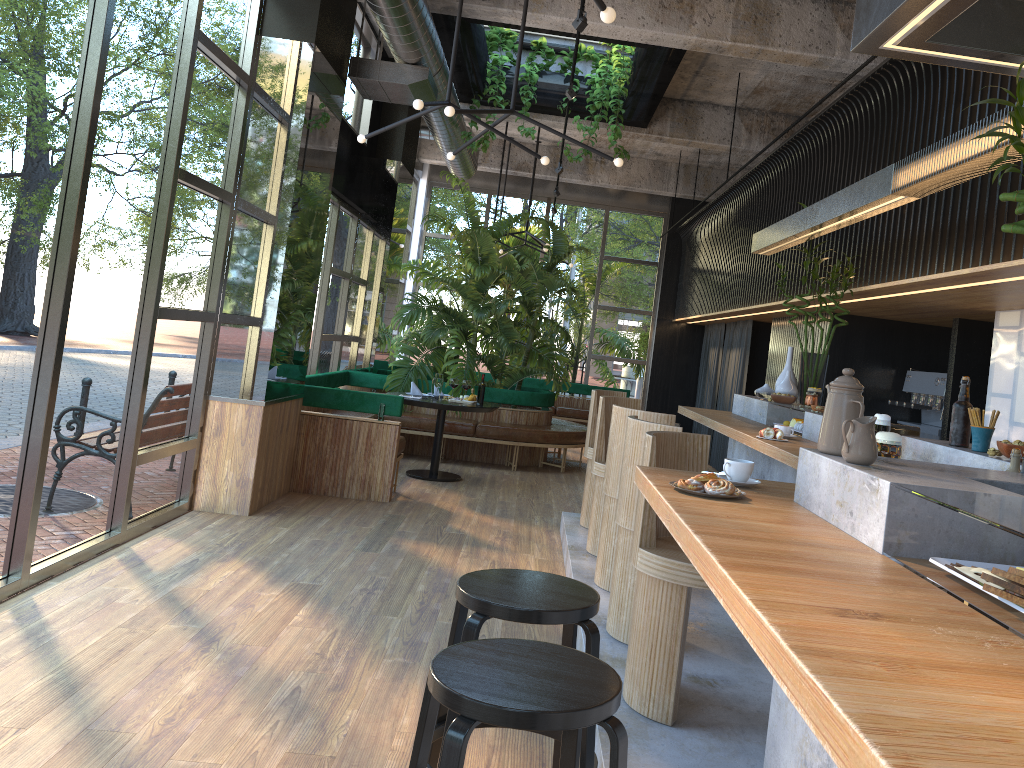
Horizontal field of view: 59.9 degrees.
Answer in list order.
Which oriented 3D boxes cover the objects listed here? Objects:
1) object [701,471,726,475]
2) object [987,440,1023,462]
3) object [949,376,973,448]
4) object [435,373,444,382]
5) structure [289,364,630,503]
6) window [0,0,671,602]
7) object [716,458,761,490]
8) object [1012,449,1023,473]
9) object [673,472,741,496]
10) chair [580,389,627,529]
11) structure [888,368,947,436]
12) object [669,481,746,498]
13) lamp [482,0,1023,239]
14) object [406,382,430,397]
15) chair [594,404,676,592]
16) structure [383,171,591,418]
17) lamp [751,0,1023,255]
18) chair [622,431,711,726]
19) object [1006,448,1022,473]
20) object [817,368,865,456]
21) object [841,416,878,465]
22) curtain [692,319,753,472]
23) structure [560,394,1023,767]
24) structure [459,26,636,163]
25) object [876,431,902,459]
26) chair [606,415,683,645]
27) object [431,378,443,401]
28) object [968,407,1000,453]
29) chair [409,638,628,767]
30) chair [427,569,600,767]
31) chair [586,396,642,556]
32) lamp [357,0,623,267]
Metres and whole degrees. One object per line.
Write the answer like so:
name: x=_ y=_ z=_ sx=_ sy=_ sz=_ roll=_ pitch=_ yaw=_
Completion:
object: x=0.630 y=0.278 z=2.758 sx=0.030 sy=0.027 sz=0.131 roll=7 pitch=2 yaw=-22
object: x=1.740 y=0.226 z=3.040 sx=0.190 sy=0.073 sz=0.231 roll=8 pitch=2 yaw=19
object: x=1.758 y=0.107 z=3.466 sx=0.072 sy=0.277 sz=0.078 roll=6 pitch=-3 yaw=35
object: x=-0.713 y=0.024 z=8.560 sx=0.095 sy=0.245 sz=0.090 roll=8 pitch=-2 yaw=-18
structure: x=0.924 y=0.531 z=4.364 sx=6.053 sy=1.549 sz=20.044 roll=7 pitch=3 yaw=1
window: x=0.128 y=-2.064 z=4.393 sx=4.156 sy=6.496 sz=20.290 roll=7 pitch=2 yaw=1
object: x=0.581 y=0.259 z=2.557 sx=0.175 sy=0.073 sz=0.432 roll=8 pitch=3 yaw=35
object: x=1.520 y=0.300 z=2.638 sx=0.068 sy=0.215 sz=0.168 roll=6 pitch=-1 yaw=25
object: x=0.538 y=0.272 z=2.412 sx=0.156 sy=0.052 sz=0.160 roll=9 pitch=3 yaw=43
chair: x=0.790 y=0.556 z=6.427 sx=0.541 sy=0.971 sz=0.552 roll=7 pitch=-1 yaw=9
structure: x=3.618 y=0.670 z=7.734 sx=0.552 sy=1.597 sz=0.834 roll=7 pitch=-1 yaw=0
object: x=0.531 y=0.290 z=2.418 sx=0.198 sy=0.013 sz=0.214 roll=9 pitch=3 yaw=35
lamp: x=0.613 y=-2.665 z=8.958 sx=3.809 sy=1.531 sz=9.982 roll=7 pitch=3 yaw=-2
object: x=-0.913 y=0.054 z=8.646 sx=0.239 sy=0.139 sz=0.227 roll=7 pitch=1 yaw=-17
chair: x=0.766 y=0.628 z=4.872 sx=0.531 sy=0.971 sz=0.562 roll=7 pitch=-1 yaw=23
structure: x=-0.329 y=-0.839 z=11.005 sx=2.486 sy=3.442 sz=2.606 roll=7 pitch=-1 yaw=-16
lamp: x=3.239 y=-1.787 z=3.864 sx=5.027 sy=2.134 sz=6.677 roll=7 pitch=2 yaw=-6
chair: x=0.709 y=0.697 z=3.290 sx=0.570 sy=0.971 sz=0.523 roll=8 pitch=-2 yaw=-44
object: x=1.530 y=0.300 z=2.710 sx=0.073 sy=0.210 sz=0.067 roll=8 pitch=-2 yaw=-34
object: x=0.887 y=0.073 z=2.392 sx=0.123 sy=0.235 sz=0.206 roll=8 pitch=-1 yaw=-32
object: x=0.854 y=0.136 z=2.189 sx=0.099 sy=0.119 sz=0.088 roll=7 pitch=-1 yaw=8
curtain: x=2.923 y=0.114 z=12.611 sx=0.122 sy=2.060 sz=3.262 roll=7 pitch=1 yaw=1
structure: x=3.299 y=0.766 z=3.631 sx=5.868 sy=1.731 sz=7.100 roll=7 pitch=2 yaw=-1
structure: x=0.579 y=-3.108 z=9.696 sx=2.099 sy=1.519 sz=1.459 roll=8 pitch=0 yaw=28
object: x=1.485 y=0.274 z=3.530 sx=0.112 sy=0.172 sz=0.135 roll=7 pitch=0 yaw=-7
chair: x=0.742 y=0.664 z=4.058 sx=0.570 sy=0.971 sz=0.523 roll=8 pitch=-2 yaw=-41
object: x=-0.712 y=0.051 z=8.392 sx=0.101 sy=0.210 sz=0.109 roll=6 pitch=-2 yaw=34
object: x=1.743 y=0.170 z=3.296 sx=0.104 sy=0.162 sz=0.106 roll=7 pitch=-1 yaw=34
chair: x=-0.012 y=0.960 z=1.884 sx=0.523 sy=0.698 sz=0.505 roll=7 pitch=-1 yaw=-10
chair: x=0.004 y=0.931 z=2.530 sx=0.519 sy=0.698 sz=0.509 roll=7 pitch=-1 yaw=-5
chair: x=0.768 y=0.592 z=5.619 sx=0.566 sy=0.971 sz=0.527 roll=8 pitch=-1 yaw=-26
lamp: x=1.482 y=-2.193 z=4.730 sx=5.106 sy=1.823 sz=18.838 roll=7 pitch=3 yaw=1
